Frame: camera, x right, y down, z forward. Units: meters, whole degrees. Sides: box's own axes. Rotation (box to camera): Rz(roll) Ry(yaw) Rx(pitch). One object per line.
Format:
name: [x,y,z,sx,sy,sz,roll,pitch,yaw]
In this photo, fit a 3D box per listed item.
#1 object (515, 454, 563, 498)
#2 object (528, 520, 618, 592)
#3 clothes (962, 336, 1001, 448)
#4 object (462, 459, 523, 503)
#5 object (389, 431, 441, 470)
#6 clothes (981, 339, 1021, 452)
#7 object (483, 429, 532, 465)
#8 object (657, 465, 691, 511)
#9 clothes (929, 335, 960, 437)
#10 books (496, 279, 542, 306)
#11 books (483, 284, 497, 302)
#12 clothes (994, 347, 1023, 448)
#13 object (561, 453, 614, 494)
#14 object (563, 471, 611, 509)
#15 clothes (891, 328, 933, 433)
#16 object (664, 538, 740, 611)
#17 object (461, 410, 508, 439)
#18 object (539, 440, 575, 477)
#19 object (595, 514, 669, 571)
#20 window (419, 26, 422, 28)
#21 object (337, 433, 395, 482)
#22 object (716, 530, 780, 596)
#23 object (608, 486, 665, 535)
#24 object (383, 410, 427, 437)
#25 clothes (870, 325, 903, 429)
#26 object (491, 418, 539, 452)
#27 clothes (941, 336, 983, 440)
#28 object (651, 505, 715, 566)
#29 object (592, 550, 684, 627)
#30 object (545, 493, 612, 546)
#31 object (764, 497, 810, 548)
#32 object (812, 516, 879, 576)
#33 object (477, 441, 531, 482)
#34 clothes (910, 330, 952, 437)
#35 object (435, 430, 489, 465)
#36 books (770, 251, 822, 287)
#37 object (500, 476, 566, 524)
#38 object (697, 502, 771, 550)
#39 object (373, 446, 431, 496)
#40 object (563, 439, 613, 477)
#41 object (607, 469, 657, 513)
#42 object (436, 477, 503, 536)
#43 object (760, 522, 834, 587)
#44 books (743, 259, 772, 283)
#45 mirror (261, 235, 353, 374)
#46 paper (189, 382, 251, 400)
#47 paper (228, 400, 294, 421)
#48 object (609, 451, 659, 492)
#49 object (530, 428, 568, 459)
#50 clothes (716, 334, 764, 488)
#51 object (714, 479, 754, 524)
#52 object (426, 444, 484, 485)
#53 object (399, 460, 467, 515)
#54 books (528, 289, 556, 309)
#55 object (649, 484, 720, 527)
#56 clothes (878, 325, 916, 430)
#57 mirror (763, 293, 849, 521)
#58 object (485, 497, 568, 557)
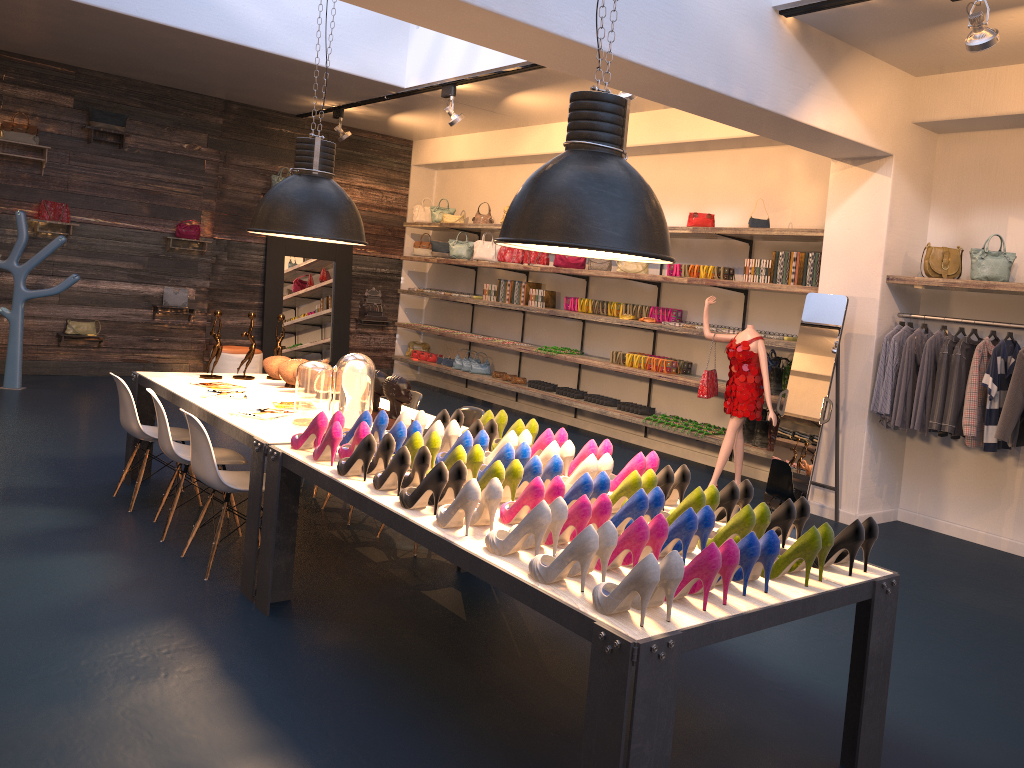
object: [0.084,0.362,3.486,0.225,0.195,0.224,2,6,-39]
object: [0.182,0.480,2.544,0.224,0.195,0.218,10,6,43]
clothes: [3.415,0.055,6.217,0.730,0.794,0.162,3,3,-40]
object: [-0.075,0.365,3.306,0.218,0.195,0.224,2,6,-38]
object: [-0.415,0.282,3.719,0.218,0.195,0.224,3,5,-35]
clothes: [3.474,0.080,6.136,0.611,0.792,0.114,3,3,-38]
object: [-0.030,0.291,4.002,0.218,0.195,0.223,2,6,-43]
object: [0.613,0.409,3.565,0.217,0.195,0.225,3,5,-30]
clothes: [3.273,0.018,6.374,0.710,0.752,0.119,3,3,-38]
books: [0.083,-1.137,10.808,0.259,0.287,0.591,3,6,-40]
books: [-0.214,-1.166,11.132,0.195,0.209,0.294,3,6,-38]
clothes: [3.573,0.086,6.017,0.761,0.733,0.160,2,4,-41]
object: [0.302,0.368,3.633,0.218,0.195,0.224,2,6,-38]
object: [0.247,0.405,3.255,0.218,0.195,0.224,2,6,-38]
clothes: [3.106,-0.034,6.609,0.572,0.799,0.175,3,4,-43]
object: [0.526,0.521,2.498,0.218,0.195,0.223,2,6,-41]
object: [-0.140,0.216,4.549,0.218,0.195,0.224,2,6,-38]
object: [0.159,0.328,3.847,0.218,0.195,0.224,2,6,-38]
object: [0.363,0.481,2.704,0.218,0.195,0.224,2,6,-38]
window: [0.377,-3.201,3.458,4.858,0.649,10.453,1,8,-38]
object: [-0.591,0.282,3.558,0.218,0.195,0.224,2,6,-38]
object: [0.697,0.521,2.663,0.217,0.195,0.225,3,5,-31]
object: [0.417,0.443,3.084,0.218,0.195,0.223,2,6,-41]
object: [-0.523,0.209,4.256,0.217,0.195,0.225,3,5,-32]
clothes: [2.959,-0.056,6.735,0.586,0.812,0.113,3,3,-40]
object: [0.014,0.255,4.356,0.218,0.195,0.224,2,6,-38]
clothes: [3.328,0.032,6.303,0.710,0.752,0.119,3,3,-38]
object: [0.548,0.480,2.884,0.218,0.195,0.224,2,6,-38]
object: [0.342,0.520,2.336,0.217,0.195,0.225,3,5,-33]
object: [0.216,0.442,2.904,0.217,0.195,0.224,3,5,-34]
object: [0.958,0.490,3.174,0.218,0.195,0.224,2,6,-38]
object: [1.119,0.530,2.972,0.218,0.195,0.224,2,6,-38]
object: [-0.037,0.325,3.695,0.218,0.195,0.224,2,6,-38]
clothes: [3.197,-0.011,6.492,0.572,0.799,0.175,3,4,-43]
object: [-0.219,0.285,3.876,0.218,0.195,0.224,2,6,-38]
books: [2.560,-0.983,7.507,0.259,0.287,0.591,3,6,-40]
object: [0.078,0.405,3.102,0.217,0.195,0.225,3,5,-31]
object: [0.769,0.488,3.016,0.218,0.195,0.224,2,6,-38]
object: [-0.421,0.320,3.387,0.217,0.195,0.225,3,5,-31]
object: [0.347,0.332,3.989,0.217,0.195,0.225,3,5,-32]
object: [0.444,0.411,3.391,0.218,0.195,0.224,2,6,-38]
object: [-0.139,0.397,2.972,0.216,0.195,0.226,3,5,-30]
object: [0.907,0.527,2.807,0.223,0.195,0.218,10,6,44]
books: [2.264,-1.011,7.831,0.195,0.209,0.294,3,6,-38]
mirror: [-2.757,-1.006,11.729,1.251,1.913,0.247,3,3,-39]
paper: [-1.786,0.037,5.389,0.358,0.014,0.674,3,7,-28]
paper: [-1.296,0.144,4.904,0.332,0.014,0.728,7,7,5]
object: [0.516,0.373,3.790,0.218,0.195,0.223,2,6,-42]
object: [0.148,0.291,4.163,0.218,0.195,0.224,2,6,-38]
clothes: [1.864,0.276,7.138,0.322,1.382,0.496,7,3,39]
object: [0.813,0.450,3.388,0.218,0.195,0.224,2,6,-38]
object: [-0.230,0.324,3.522,0.218,0.195,0.224,2,6,-38]
object: [-0.284,0.358,3.175,0.218,0.195,0.223,2,6,-43]
books: [0.365,-1.027,10.459,0.197,0.212,0.304,3,6,-39]
object: [0.640,0.451,3.216,0.218,0.195,0.223,2,6,-43]
clothes: [2.997,-0.046,6.686,0.586,0.812,0.113,3,3,-40]
mirror: [2.319,0.177,6.714,0.565,1.761,0.465,4,3,-39]
object: [0.049,0.441,2.764,0.224,0.195,0.218,9,6,38]
